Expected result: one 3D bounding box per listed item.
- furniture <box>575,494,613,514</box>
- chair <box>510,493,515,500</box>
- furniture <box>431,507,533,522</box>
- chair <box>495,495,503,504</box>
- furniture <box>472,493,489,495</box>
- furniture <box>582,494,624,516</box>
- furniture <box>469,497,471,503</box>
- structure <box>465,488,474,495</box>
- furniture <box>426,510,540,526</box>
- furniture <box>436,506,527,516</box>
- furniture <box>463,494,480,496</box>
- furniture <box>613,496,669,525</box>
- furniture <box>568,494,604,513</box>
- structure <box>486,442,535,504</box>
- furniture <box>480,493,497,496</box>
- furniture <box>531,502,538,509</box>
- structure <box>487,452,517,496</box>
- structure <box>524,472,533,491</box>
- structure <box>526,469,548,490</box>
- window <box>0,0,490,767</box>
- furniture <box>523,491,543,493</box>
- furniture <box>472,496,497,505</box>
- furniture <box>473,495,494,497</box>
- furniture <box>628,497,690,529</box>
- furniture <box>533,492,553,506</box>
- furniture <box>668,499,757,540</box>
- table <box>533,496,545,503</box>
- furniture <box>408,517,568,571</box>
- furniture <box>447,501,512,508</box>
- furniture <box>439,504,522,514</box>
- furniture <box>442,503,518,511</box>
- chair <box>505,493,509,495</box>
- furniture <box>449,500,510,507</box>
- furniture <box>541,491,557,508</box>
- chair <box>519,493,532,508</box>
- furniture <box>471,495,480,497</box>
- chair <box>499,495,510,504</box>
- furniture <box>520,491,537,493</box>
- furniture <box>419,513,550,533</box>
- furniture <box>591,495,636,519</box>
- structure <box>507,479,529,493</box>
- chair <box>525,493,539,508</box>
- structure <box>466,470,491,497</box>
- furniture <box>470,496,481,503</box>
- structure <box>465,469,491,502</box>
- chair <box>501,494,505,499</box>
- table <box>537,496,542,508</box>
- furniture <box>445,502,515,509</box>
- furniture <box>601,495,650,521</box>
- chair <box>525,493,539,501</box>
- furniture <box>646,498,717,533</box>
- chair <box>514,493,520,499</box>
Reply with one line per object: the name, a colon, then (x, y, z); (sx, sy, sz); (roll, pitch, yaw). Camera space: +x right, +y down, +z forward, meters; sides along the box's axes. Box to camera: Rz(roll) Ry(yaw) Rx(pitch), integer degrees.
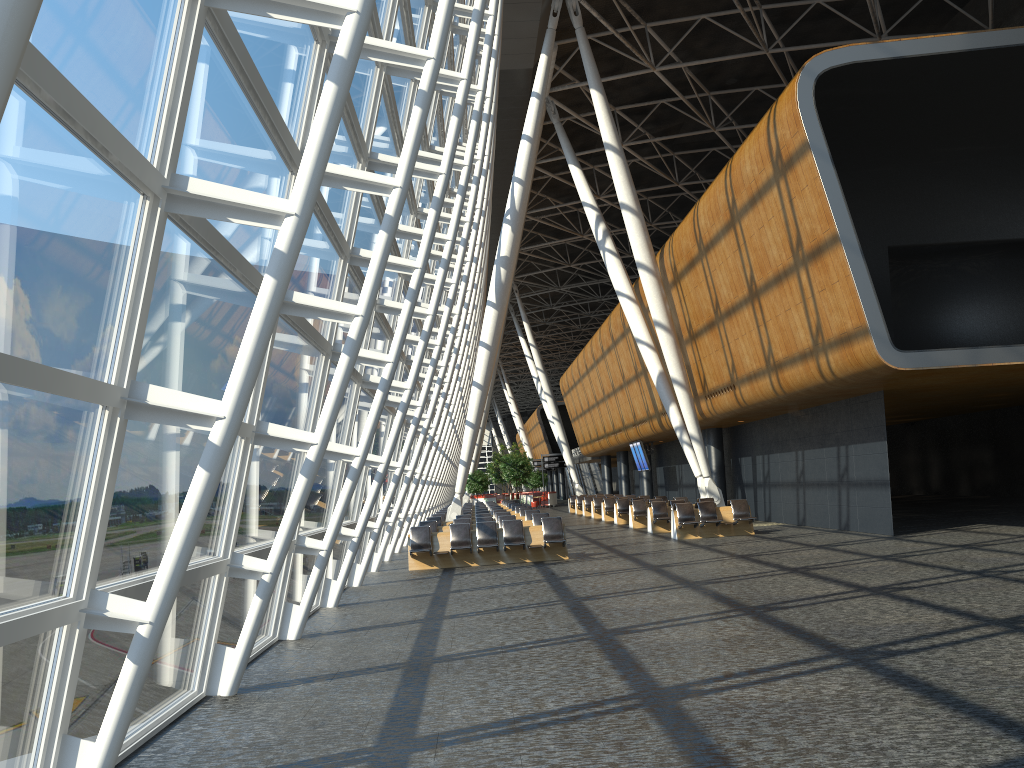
furniture: (4.018, 5.816, 42.706); (1.896, 0.867, 1.669); (-4, -5, -3)
chair: (0.323, 9.111, 69.648); (0.663, 1.008, 0.622); (-5, -3, 32)
furniture: (-0.891, 4.355, 27.248); (3.249, 0.867, 1.669); (-4, -5, -3)
chair: (-0.975, 8.026, 59.530); (0.624, 1.008, 0.661); (-5, -2, 22)
furniture: (-4.345, 14.005, 108.539); (3.249, 0.867, 1.669); (-4, -5, -3)
furniture: (4.145, 5.460, 39.709); (1.896, 0.867, 1.669); (-4, -5, -3)
furniture: (-3.199, 10.803, 81.565); (3.249, 0.867, 1.669); (-4, -5, -3)
structure: (-2.882, 8.148, 67.226); (1.752, 2.807, 1.814); (-2, -3, -45)
furniture: (-0.764, 4.000, 24.250); (3.249, 0.867, 1.669); (-4, -5, -3)
furniture: (-1.018, 4.711, 30.245); (3.249, 0.867, 1.669); (-4, -5, -3)
furniture: (-4.091, 13.293, 102.545); (3.249, 0.867, 1.669); (-4, -5, -3)
furniture: (4.527, 4.393, 30.718); (1.896, 0.867, 1.669); (-4, -5, -3)
furniture: (3.890, 6.172, 45.703); (1.896, 0.867, 1.669); (-4, -5, -3)
structure: (-0.284, 6.298, 60.230); (3.089, 4.523, 5.836); (-3, -4, -10)
furniture: (-2.119, 10.185, 77.509); (0.893, 1.005, 2.826); (-6, -6, 40)
furniture: (1.478, 7.897, 57.466); (0.443, 0.459, 0.444); (-4, -3, 10)
structure: (-0.529, 8.164, 76.194); (3.101, 4.523, 5.753); (-5, -4, 20)
structure: (1.848, 9.061, 78.643); (1.879, 2.989, 1.945); (-2, -3, -45)
structure: (1.975, 7.955, 68.232); (1.729, 2.773, 1.790); (-2, -3, -45)
window: (-4.578, 4.669, 84.945); (3.718, 13.985, 167.152); (-4, -7, -3)
furniture: (1.592, 9.023, 69.625); (0.887, 1.005, 2.847); (-2, -6, -35)
furniture: (-1.701, 7.941, 58.380); (0.887, 1.005, 2.847); (-2, -6, -35)
furniture: (-2.019, 8.830, 65.868); (0.887, 1.005, 2.847); (-2, -6, -35)
furniture: (4.655, 4.037, 27.720); (1.896, 0.867, 1.669); (-4, -5, -3)
furniture: (1.911, 8.134, 62.137); (0.887, 1.005, 2.847); (-2, -6, -35)
furniture: (4.909, 3.326, 21.726); (1.896, 0.867, 1.669); (-4, -5, -3)
table: (1.820, 7.772, 57.838); (0.800, 0.748, 0.801); (-5, -4, 14)
furniture: (-0.509, 3.288, 18.256); (3.249, 0.867, 1.669); (-4, -5, -3)
furniture: (-1.528, 6.134, 42.233); (3.249, 0.867, 1.669); (-4, -5, -3)
furniture: (-1.146, 5.067, 33.242); (3.249, 0.867, 1.669); (-4, -5, -3)
furniture: (-1.273, 5.423, 36.239); (3.249, 0.867, 1.669); (-4, -5, -3)
chair: (-0.146, 9.591, 73.519); (0.659, 1.008, 0.626); (-3, -2, -18)
furniture: (-1.655, 6.490, 45.230); (3.249, 0.867, 1.669); (-4, -5, -3)
furniture: (2.546, 7.757, 59.249); (0.889, 1.004, 2.840); (-4, -6, 10)
chair: (0.969, 8.069, 61.026); (0.625, 1.008, 0.660); (-5, -3, 32)
furniture: (-2.655, 9.207, 68.756); (0.889, 1.004, 2.840); (-4, -6, 10)
chair: (-0.564, 7.846, 58.218); (0.663, 1.008, 0.623); (-5, -2, 22)
furniture: (1.101, 9.483, 73.313); (0.893, 1.005, 2.826); (-6, -6, 40)
furniture: (-0.636, 3.644, 21.253); (3.249, 0.867, 1.669); (-4, -5, -3)
furniture: (4.272, 5.105, 36.712); (1.896, 0.867, 1.669); (-4, -5, -3)
structure: (0.621, 8.100, 71.715); (2.282, 3.469, 2.223); (-4, -2, 10)
chair: (1.364, 7.784, 58.802); (0.626, 1.008, 0.659); (-6, -3, 42)
structure: (-2.426, 7.165, 59.683); (1.913, 2.962, 1.875); (-3, -3, -29)
furniture: (-2.336, 8.319, 61.268); (0.889, 1.004, 2.840); (-4, -6, 10)
structure: (-2.207, 6.910, 56.785); (1.729, 2.773, 1.790); (-2, -3, -45)
chair: (-0.882, 8.735, 65.706); (0.663, 1.008, 0.623); (-5, -2, 22)
table: (1.880, 7.945, 59.372); (0.800, 0.748, 0.801); (-5, -4, 14)
furniture: (-1.400, 5.778, 39.236); (3.249, 0.867, 1.669); (-4, -5, -3)
furniture: (4.400, 4.749, 33.715); (1.896, 0.867, 1.669); (-4, -5, -3)
chair: (1.368, 7.913, 59.915); (0.664, 1.008, 0.621); (-6, -3, 42)
furniture: (4.782, 3.682, 24.723); (1.896, 0.867, 1.669); (-4, -5, -3)
chair: (0.641, 8.222, 62.160); (0.663, 1.008, 0.622); (-5, -3, 32)
